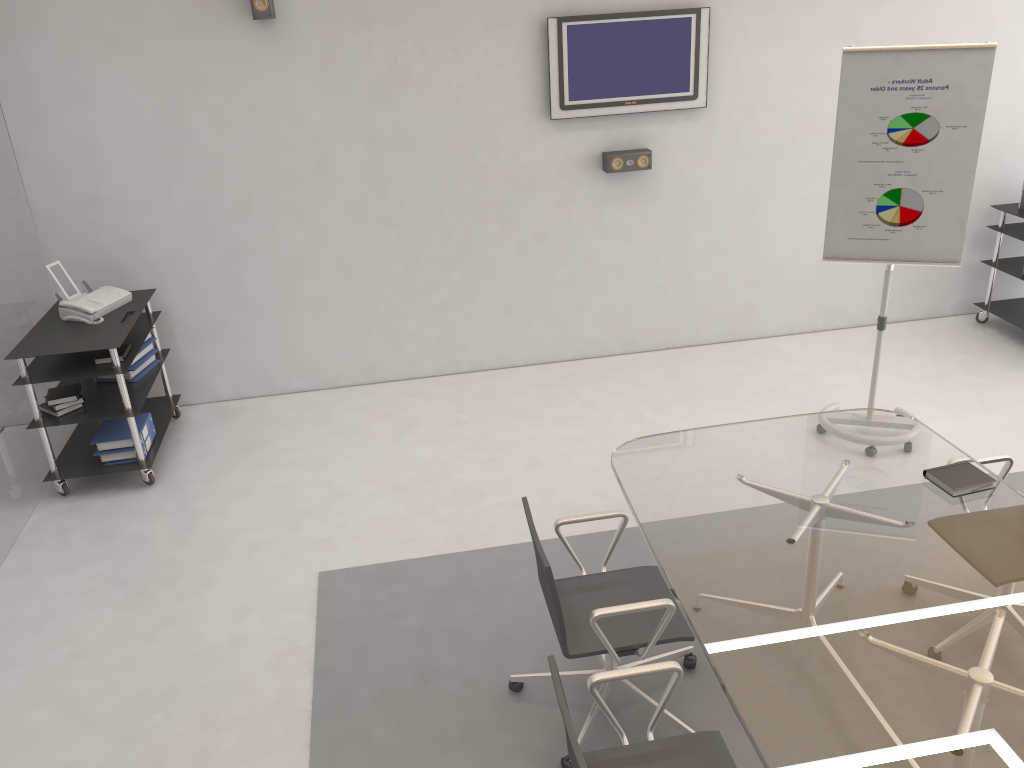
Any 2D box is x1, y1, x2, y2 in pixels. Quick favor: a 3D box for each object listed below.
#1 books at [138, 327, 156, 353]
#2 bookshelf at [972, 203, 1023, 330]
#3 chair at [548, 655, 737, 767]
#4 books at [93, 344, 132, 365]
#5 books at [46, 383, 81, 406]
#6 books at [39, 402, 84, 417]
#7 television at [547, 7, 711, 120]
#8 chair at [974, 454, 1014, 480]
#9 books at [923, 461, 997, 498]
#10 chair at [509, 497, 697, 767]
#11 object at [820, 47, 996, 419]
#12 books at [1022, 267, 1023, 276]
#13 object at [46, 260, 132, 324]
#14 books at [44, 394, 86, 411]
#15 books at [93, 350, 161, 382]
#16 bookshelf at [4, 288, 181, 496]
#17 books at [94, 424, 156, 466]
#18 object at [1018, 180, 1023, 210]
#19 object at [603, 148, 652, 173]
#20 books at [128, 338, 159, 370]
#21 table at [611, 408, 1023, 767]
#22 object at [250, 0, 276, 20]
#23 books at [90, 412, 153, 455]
[{"bbox_3d":[-2.302,-0.246,5.239,0.262,0.077,0.320,0,25,6],"label":"books"},{"bbox_3d":[3.706,-0.688,5.948,0.567,0.855,0.985,-7,25,-7],"label":"bookshelf"},{"bbox_3d":[0.445,1.150,2.441,0.710,0.805,0.731,-14,27,-22],"label":"chair"},{"bbox_3d":[-2.179,-0.164,4.840,0.164,0.032,0.183,-7,25,-9],"label":"books"},{"bbox_3d":[-2.448,0.057,4.845,0.164,0.032,0.183,-12,26,-18],"label":"books"},{"bbox_3d":[-2.474,0.118,4.868,0.183,0.032,0.164,13,30,32],"label":"books"},{"bbox_3d":[0.720,-1.972,5.463,1.013,0.590,0.049,-7,25,-7],"label":"television"},{"bbox_3d":[1.890,0.637,3.368,0.710,0.805,0.731,-15,27,-23],"label":"chair"},{"bbox_3d":[1.629,0.343,3.228,0.183,0.032,0.164,-10,25,-13],"label":"books"},{"bbox_3d":[0.383,0.812,3.180,0.710,0.805,0.731,-14,27,-22],"label":"chair"},{"bbox_3d":[1.964,-0.645,4.604,0.553,2.088,0.560,-13,27,-21],"label":"object"},{"bbox_3d":[3.610,-0.717,5.875,0.263,0.077,0.320,-7,25,-7],"label":"books"},{"bbox_3d":[-2.434,-0.545,5.060,0.399,0.280,0.405,4,26,15],"label":"object"},{"bbox_3d":[-2.452,0.083,4.864,0.164,0.032,0.183,-22,31,-35],"label":"books"},{"bbox_3d":[-2.297,-0.114,5.300,0.262,0.077,0.320,0,25,6],"label":"books"},{"bbox_3d":[-2.358,0.033,5.152,0.567,0.855,0.985,-7,25,-7],"label":"bookshelf"},{"bbox_3d":[-2.206,0.346,5.069,0.263,0.077,0.320,-7,25,-7],"label":"books"},{"bbox_3d":[3.655,-1.263,5.896,0.350,0.235,0.351,-7,25,-7],"label":"object"},{"bbox_3d":[0.741,-1.428,5.680,0.298,0.117,0.123,-7,25,-7],"label":"object"},{"bbox_3d":[-2.300,-0.180,5.270,0.262,0.077,0.320,0,25,6],"label":"books"},{"bbox_3d":[1.283,1.098,2.537,1.372,0.721,3.054,-7,25,-7],"label":"table"},{"bbox_3d":[-1.402,-2.155,4.956,0.117,0.216,0.123,-7,25,-7],"label":"object"},{"bbox_3d":[-2.212,0.280,5.038,0.263,0.077,0.320,-7,25,-7],"label":"books"}]
